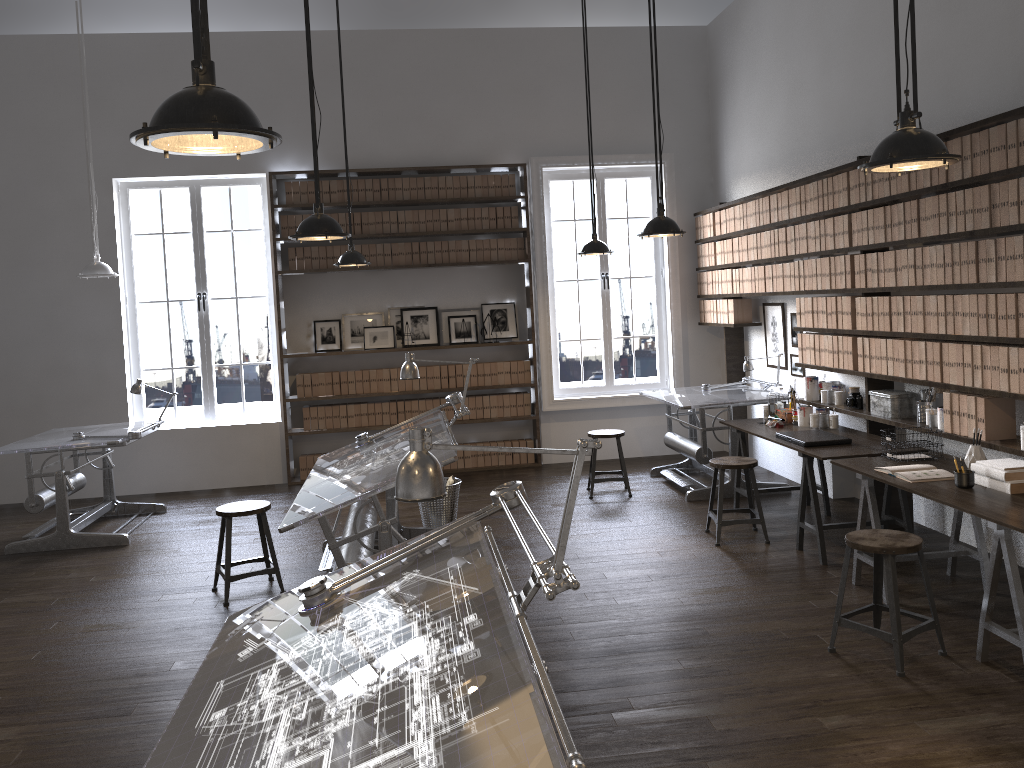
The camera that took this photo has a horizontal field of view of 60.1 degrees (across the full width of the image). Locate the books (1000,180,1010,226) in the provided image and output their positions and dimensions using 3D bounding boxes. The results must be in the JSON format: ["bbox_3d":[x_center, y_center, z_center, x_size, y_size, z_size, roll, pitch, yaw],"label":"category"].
[{"bbox_3d":[2.505,-0.888,4.360,0.174,0.225,0.067,-3,3,-7],"label":"books"}]

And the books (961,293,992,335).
[{"bbox_3d":[2.492,-0.366,4.707,0.174,0.225,0.067,-3,3,-7],"label":"books"}]

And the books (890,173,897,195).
[{"bbox_3d":[2.370,-1.247,5.315,0.174,0.225,0.067,-3,3,-7],"label":"books"}]

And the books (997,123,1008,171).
[{"bbox_3d":[2.485,-1.164,4.347,0.174,0.225,0.067,-3,3,-7],"label":"books"}]

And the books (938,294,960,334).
[{"bbox_3d":[2.464,-0.384,4.915,0.174,0.225,0.067,-3,3,-7],"label":"books"}]

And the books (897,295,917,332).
[{"bbox_3d":[2.415,-0.419,5.323,0.174,0.225,0.067,-3,3,-7],"label":"books"}]

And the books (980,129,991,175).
[{"bbox_3d":[2.474,-1.176,4.485,0.174,0.225,0.067,-3,3,-7],"label":"books"}]

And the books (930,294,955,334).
[{"bbox_3d":[2.457,-0.390,4.987,0.174,0.225,0.067,-3,3,-7],"label":"books"}]

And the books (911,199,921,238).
[{"bbox_3d":[2.408,-0.953,5.117,0.174,0.225,0.067,-3,3,-7],"label":"books"}]

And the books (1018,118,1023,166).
[{"bbox_3d":[2.506,-1.152,4.204,0.174,0.225,0.067,-3,3,-7],"label":"books"}]

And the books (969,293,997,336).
[{"bbox_3d":[2.497,-0.360,4.635,0.174,0.225,0.067,-3,3,-7],"label":"books"}]

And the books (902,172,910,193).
[{"bbox_3d":[2.383,-1.236,5.186,0.174,0.225,0.067,-3,3,-7],"label":"books"}]

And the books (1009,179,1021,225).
[{"bbox_3d":[2.509,-0.882,4.290,0.174,0.225,0.067,-3,3,-7],"label":"books"}]

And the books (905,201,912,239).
[{"bbox_3d":[2.404,-0.960,5.192,0.174,0.225,0.067,-3,3,-7],"label":"books"}]

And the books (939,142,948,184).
[{"bbox_3d":[2.427,-1.206,4.833,0.174,0.225,0.067,-3,3,-7],"label":"books"}]

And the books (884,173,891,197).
[{"bbox_3d":[2.360,-1.253,5.386,0.174,0.225,0.067,-3,3,-7],"label":"books"}]

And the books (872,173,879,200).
[{"bbox_3d":[2.348,-1.265,5.526,0.174,0.225,0.067,-3,3,-7],"label":"books"}]

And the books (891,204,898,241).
[{"bbox_3d":[2.387,-0.972,5.333,0.174,0.225,0.067,-3,3,-7],"label":"books"}]

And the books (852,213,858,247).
[{"bbox_3d":[2.329,-1.013,5.810,0.174,0.225,0.067,-3,3,-7],"label":"books"}]

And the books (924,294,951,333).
[{"bbox_3d":[2.451,-0.396,5.050,0.174,0.225,0.067,-3,3,-7],"label":"books"}]

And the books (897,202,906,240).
[{"bbox_3d":[2.391,-0.965,5.262,0.174,0.225,0.067,-3,3,-7],"label":"books"}]

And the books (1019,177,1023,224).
[{"bbox_3d":[2.520,-0.876,4.218,0.174,0.225,0.067,-3,3,-7],"label":"books"}]

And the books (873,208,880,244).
[{"bbox_3d":[2.360,-0.989,5.536,0.174,0.225,0.067,-3,3,-7],"label":"books"}]

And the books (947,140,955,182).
[{"bbox_3d":[2.441,-1.200,4.761,0.174,0.225,0.067,-3,3,-7],"label":"books"}]

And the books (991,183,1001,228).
[{"bbox_3d":[2.498,-0.894,4.430,0.174,0.225,0.067,-3,3,-7],"label":"books"}]

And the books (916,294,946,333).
[{"bbox_3d":[2.439,-0.401,5.115,0.174,0.225,0.067,-3,3,-7],"label":"books"}]

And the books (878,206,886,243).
[{"bbox_3d":[2.364,-0.983,5.470,0.174,0.225,0.067,-3,3,-7],"label":"books"}]

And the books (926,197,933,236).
[{"bbox_3d":[2.428,-0.941,4.979,0.174,0.225,0.067,-3,3,-7],"label":"books"}]

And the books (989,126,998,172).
[{"bbox_3d":[2.482,-1.169,4.411,0.174,0.225,0.067,-3,3,-7],"label":"books"}]

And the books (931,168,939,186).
[{"bbox_3d":[2.423,-1.212,4.908,0.174,0.225,0.067,-3,3,-7],"label":"books"}]

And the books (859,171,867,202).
[{"bbox_3d":[2.324,-1.277,5.666,0.174,0.225,0.067,-3,3,-7],"label":"books"}]

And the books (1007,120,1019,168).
[{"bbox_3d":[2.494,-1.158,4.276,0.174,0.225,0.067,-3,3,-7],"label":"books"}]

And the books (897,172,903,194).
[{"bbox_3d":[2.379,-1.242,5.253,0.174,0.225,0.067,-3,3,-7],"label":"books"}]

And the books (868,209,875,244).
[{"bbox_3d":[2.351,-0.994,5.599,0.174,0.225,0.067,-3,3,-7],"label":"books"}]

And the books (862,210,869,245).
[{"bbox_3d":[2.340,-1.001,5.670,0.174,0.225,0.067,-3,3,-7],"label":"books"}]

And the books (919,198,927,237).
[{"bbox_3d":[2.422,-0.947,5.044,0.174,0.225,0.067,-3,3,-7],"label":"books"}]

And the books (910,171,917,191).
[{"bbox_3d":[2.397,-1.230,5.120,0.174,0.225,0.067,-3,3,-7],"label":"books"}]

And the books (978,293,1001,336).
[{"bbox_3d":[2.506,-0.353,4.563,0.174,0.225,0.067,-3,3,-7],"label":"books"}]

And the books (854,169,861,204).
[{"bbox_3d":[2.315,-1.283,5.738,0.174,0.225,0.067,-3,3,-7],"label":"books"}]

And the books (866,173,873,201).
[{"bbox_3d":[2.336,-1.271,5.595,0.174,0.225,0.067,-3,3,-7],"label":"books"}]

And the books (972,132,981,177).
[{"bbox_3d":[2.467,-1.182,4.554,0.174,0.225,0.067,-3,3,-7],"label":"books"}]

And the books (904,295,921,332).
[{"bbox_3d":[2.428,-0.413,5.253,0.174,0.225,0.067,-3,3,-7],"label":"books"}]

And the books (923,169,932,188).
[{"bbox_3d":[2.410,-1.218,4.978,0.174,0.225,0.067,-3,3,-7],"label":"books"}]

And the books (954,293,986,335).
[{"bbox_3d":[2.487,-0.372,4.777,0.174,0.225,0.067,-3,3,-7],"label":"books"}]

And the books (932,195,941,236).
[{"bbox_3d":[2.431,-0.936,4.916,0.174,0.225,0.067,-3,3,-7],"label":"books"}]

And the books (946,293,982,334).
[{"bbox_3d":[2.477,-0.378,4.846,0.174,0.225,0.067,-3,3,-7],"label":"books"}]

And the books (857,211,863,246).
[{"bbox_3d":[2.336,-1.007,5.740,0.174,0.225,0.067,-3,3,-7],"label":"books"}]

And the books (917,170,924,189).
[{"bbox_3d":[2.406,-1.224,5.049,0.174,0.225,0.067,-3,3,-7],"label":"books"}]

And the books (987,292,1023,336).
[{"bbox_3d":[2.518,-0.348,4.501,0.174,0.225,0.067,-3,3,-7],"label":"books"}]

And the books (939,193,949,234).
[{"bbox_3d":[2.440,-0.929,4.844,0.174,0.225,0.067,-3,3,-7],"label":"books"}]

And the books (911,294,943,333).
[{"bbox_3d":[2.436,-0.407,5.183,0.174,0.225,0.067,-3,3,-7],"label":"books"}]

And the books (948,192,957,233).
[{"bbox_3d":[2.452,-0.923,4.773,0.174,0.225,0.067,-3,3,-7],"label":"books"}]

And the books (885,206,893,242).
[{"bbox_3d":[2.378,-0.978,5.403,0.174,0.225,0.067,-3,3,-7],"label":"books"}]

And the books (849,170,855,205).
[{"bbox_3d":[2.312,-1.289,5.801,0.174,0.225,0.067,-3,3,-7],"label":"books"}]

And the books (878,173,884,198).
[{"bbox_3d":[2.355,-1.259,5.457,0.174,0.225,0.067,-3,3,-7],"label":"books"}]
